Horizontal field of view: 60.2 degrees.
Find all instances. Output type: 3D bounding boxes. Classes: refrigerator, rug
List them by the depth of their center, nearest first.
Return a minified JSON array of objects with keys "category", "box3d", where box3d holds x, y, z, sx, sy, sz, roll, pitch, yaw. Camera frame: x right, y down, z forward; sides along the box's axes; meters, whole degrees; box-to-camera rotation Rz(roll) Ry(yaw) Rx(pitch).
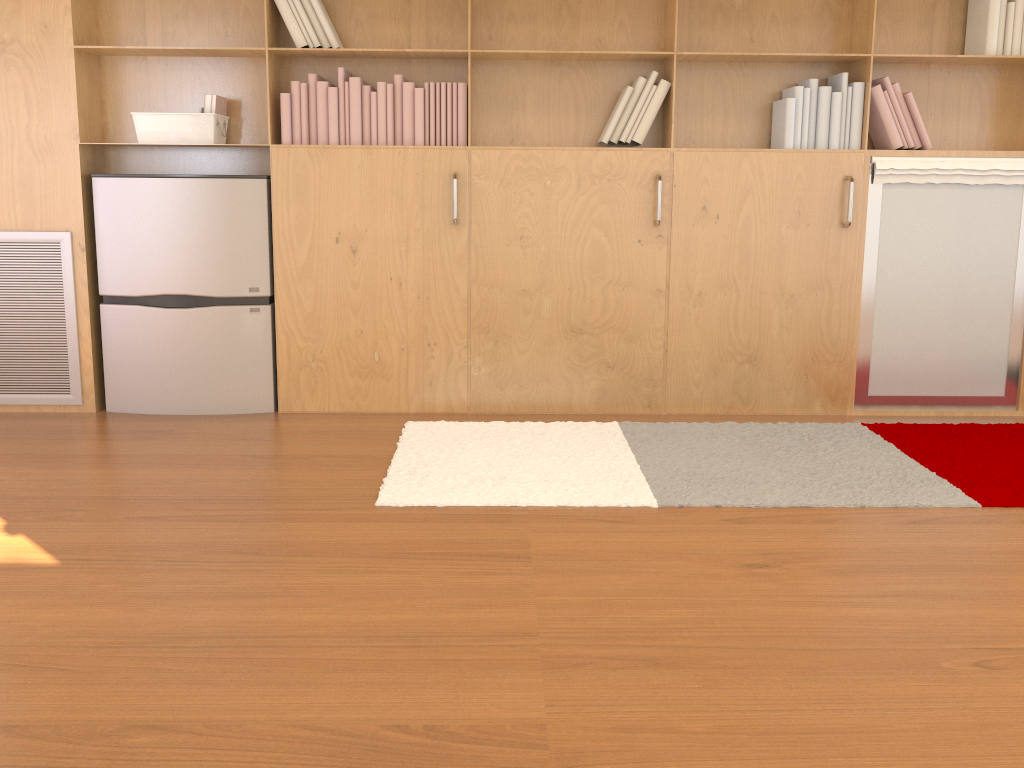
[{"category":"rug","box3d":[1.443,0.273,3.148,3.719,0.011,0.930,0,13,-1]},{"category":"refrigerator","box3d":[-1.351,-0.382,3.725,0.713,0.975,0.265,0,9,-1]}]

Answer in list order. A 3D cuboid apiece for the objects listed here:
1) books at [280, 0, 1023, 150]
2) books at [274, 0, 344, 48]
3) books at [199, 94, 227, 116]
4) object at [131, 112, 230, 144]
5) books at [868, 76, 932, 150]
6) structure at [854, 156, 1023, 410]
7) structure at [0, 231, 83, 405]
[{"category":"books","box3d":[0.622,-1.302,3.635,3.106,0.651,0.191,0,9,-1]},{"category":"books","box3d":[-0.832,-1.498,3.590,0.279,0.293,0.178,0,10,-1]},{"category":"books","box3d":[-1.233,-1.088,3.637,0.088,0.190,0.152,0,10,-1]},{"category":"object","box3d":[-1.357,-1.047,3.638,0.349,0.121,0.206,0,12,-1]},{"category":"books","box3d":[1.591,-1.123,3.684,0.279,0.293,0.178,0,10,-1]},{"category":"structure","box3d":[1.807,-0.435,3.808,0.725,1.066,0.319,0,9,-1]},{"category":"structure","box3d":[-2.201,-0.268,3.634,0.819,0.713,0.013,0,9,-1]}]
